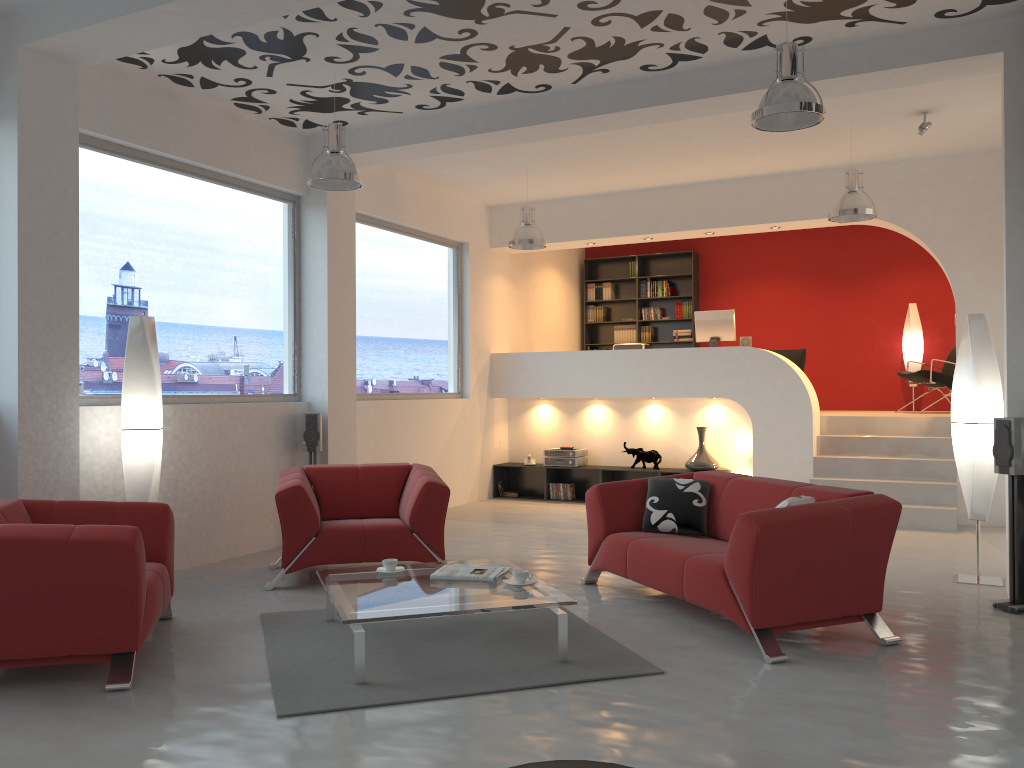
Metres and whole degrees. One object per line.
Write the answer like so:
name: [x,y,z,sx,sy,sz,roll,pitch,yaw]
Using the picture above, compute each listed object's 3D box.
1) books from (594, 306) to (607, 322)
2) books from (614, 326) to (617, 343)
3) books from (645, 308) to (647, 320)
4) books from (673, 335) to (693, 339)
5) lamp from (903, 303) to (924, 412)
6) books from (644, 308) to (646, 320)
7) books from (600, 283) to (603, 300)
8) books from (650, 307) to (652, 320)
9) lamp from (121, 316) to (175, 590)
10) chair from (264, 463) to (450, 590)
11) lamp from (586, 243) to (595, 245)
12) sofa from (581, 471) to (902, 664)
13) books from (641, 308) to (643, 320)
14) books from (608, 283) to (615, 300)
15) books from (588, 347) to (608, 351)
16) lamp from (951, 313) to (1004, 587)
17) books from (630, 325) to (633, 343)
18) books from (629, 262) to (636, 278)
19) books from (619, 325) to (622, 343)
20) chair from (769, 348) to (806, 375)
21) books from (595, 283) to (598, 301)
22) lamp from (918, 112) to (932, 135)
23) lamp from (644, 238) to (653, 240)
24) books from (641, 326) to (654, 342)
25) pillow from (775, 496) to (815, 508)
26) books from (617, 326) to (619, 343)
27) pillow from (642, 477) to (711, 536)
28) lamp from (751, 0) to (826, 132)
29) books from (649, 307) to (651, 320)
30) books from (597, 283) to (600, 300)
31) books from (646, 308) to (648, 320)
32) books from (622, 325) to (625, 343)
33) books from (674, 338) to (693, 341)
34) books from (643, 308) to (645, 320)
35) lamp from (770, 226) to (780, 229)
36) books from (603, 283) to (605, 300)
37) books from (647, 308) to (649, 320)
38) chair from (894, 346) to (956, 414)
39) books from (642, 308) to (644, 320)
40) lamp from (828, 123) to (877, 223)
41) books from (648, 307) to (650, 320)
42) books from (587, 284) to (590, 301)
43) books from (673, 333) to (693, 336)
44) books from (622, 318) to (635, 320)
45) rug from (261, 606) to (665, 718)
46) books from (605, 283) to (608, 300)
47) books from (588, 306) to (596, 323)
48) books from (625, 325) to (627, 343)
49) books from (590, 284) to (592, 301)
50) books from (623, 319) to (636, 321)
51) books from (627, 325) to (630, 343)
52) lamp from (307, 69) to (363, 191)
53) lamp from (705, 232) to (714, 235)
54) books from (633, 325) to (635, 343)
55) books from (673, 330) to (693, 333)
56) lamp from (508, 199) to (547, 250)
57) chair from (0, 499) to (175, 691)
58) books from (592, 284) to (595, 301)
books: [1.306,-1.019,13.098,0.146,0.240,0.170,-1,-1,27]
books: [1.545,-0.716,12.961,0.040,0.260,0.200,-1,-1,27]
books: [1.955,-1.001,12.775,0.031,0.190,0.135,-1,-1,27]
books: [2.427,-0.655,12.492,0.260,0.040,0.200,-1,-1,27]
lamp: [5.018,-0.332,11.096,0.237,1.349,0.237,-1,-1,35]
books: [1.942,-1.001,12.782,0.031,0.190,0.135,-1,-1,27]
books: [1.351,-1.346,13.063,0.040,0.260,0.200,-1,-1,27]
books: [2.022,-1.001,12.741,0.031,0.190,0.135,-1,-1,27]
lamp: [-2.390,0.454,5.734,0.313,1.779,0.313,0,0,19]
chair: [-1.074,0.971,6.311,1.288,0.738,0.951,0,0,-13]
lamp: [0.916,-1.634,10.339,0.105,0.011,0.105,0,0,16]
sofa: [1.230,0.949,5.191,0.951,0.738,1.929,0,0,-23]
books: [1.902,-1.000,12.802,0.031,0.190,0.135,-1,-1,27]
books: [1.460,-1.347,13.008,0.040,0.260,0.200,-1,-1,27]
books: [1.302,-0.410,13.071,0.341,0.286,0.231,-1,-1,27]
lamp: [3.109,0.423,5.924,0.313,1.779,0.313,-1,-1,35]
books: [1.762,-0.718,12.850,0.040,0.260,0.200,-1,-1,27]
books: [1.788,-1.641,12.854,0.146,0.240,0.170,-1,-1,27]
books: [1.617,-0.717,12.924,0.040,0.260,0.200,-1,-1,27]
chair: [3.221,-0.046,11.070,0.768,0.795,0.664,0,-1,-43]
books: [1.279,-1.346,13.100,0.040,0.260,0.200,-1,-1,27]
lamp: [3.318,-2.092,7.126,0.118,0.176,0.112,0,0,-21]
lamp: [1.539,-1.640,10.020,0.105,0.011,0.105,0,0,16]
books: [1.951,-0.710,12.766,0.146,0.240,0.170,-1,-1,27]
pillow: [1.430,0.767,4.718,0.288,0.343,0.402,-1,-1,35]
books: [1.581,-0.716,12.943,0.040,0.260,0.200,-1,-1,27]
pillow: [1.047,0.776,5.639,0.402,0.343,0.288,-1,0,20]
lamp: [1.463,-1.793,4.716,0.379,0.800,0.379,-1,0,20]
books: [2.008,-1.001,12.748,0.031,0.190,0.135,-1,-1,27]
books: [1.316,-1.346,13.082,0.040,0.260,0.200,-1,-1,27]
books: [1.968,-1.001,12.768,0.031,0.190,0.135,-1,-1,27]
books: [1.653,-0.717,12.906,0.040,0.260,0.200,-1,-1,27]
books: [2.445,-0.615,12.486,0.260,0.040,0.200,-1,-1,29]
books: [1.928,-1.001,12.789,0.031,0.190,0.135,-1,-1,27]
lamp: [2.785,-1.653,9.382,0.105,0.011,0.105,0,0,16]
books: [1.388,-1.347,13.045,0.040,0.260,0.200,-1,-1,27]
books: [1.982,-1.001,12.761,0.031,0.190,0.135,-1,-1,27]
chair: [4.930,-0.062,10.261,0.768,0.795,0.664,0,0,2]
books: [1.915,-1.000,12.795,0.031,0.190,0.135,-1,-1,27]
lamp: [2.830,-1.779,7.386,0.379,0.800,0.379,0,0,-2]
books: [1.995,-1.001,12.754,0.031,0.190,0.135,-1,-1,27]
books: [1.171,-1.344,13.156,0.040,0.260,0.200,-1,-1,27]
books: [2.422,-0.695,12.493,0.260,0.040,0.200,-1,-1,27]
books: [1.707,-0.941,12.902,0.190,0.015,0.135,-1,-1,27]
rug: [-0.378,1.317,4.562,1.700,0.025,1.700,0,0,-18]
books: [1.424,-1.347,13.026,0.040,0.260,0.200,-1,-1,27]
books: [1.199,-1.026,13.154,0.090,0.256,0.181,-1,-1,27]
books: [1.689,-0.717,12.887,0.040,0.260,0.200,-1,-1,27]
books: [1.207,-1.345,13.137,0.040,0.260,0.200,-1,-1,27]
books: [1.724,-0.926,12.893,0.190,0.015,0.135,-1,-1,27]
books: [1.725,-0.718,12.869,0.040,0.260,0.200,-1,-1,27]
lamp: [-1.215,-1.766,6.088,0.379,0.800,0.379,0,-1,-34]
lamp: [2.162,-1.647,9.701,0.105,0.011,0.105,0,0,16]
books: [1.798,-0.718,12.832,0.040,0.260,0.200,-1,-1,27]
books: [2.427,-0.735,12.481,0.260,0.040,0.200,-1,-1,27]
lamp: [0.152,-1.753,8.758,0.379,0.800,0.379,0,0,-2]
chair: [-2.215,0.962,4.358,0.951,0.738,1.288,0,0,-13]
books: [1.243,-1.345,13.119,0.040,0.260,0.200,-1,-1,27]
